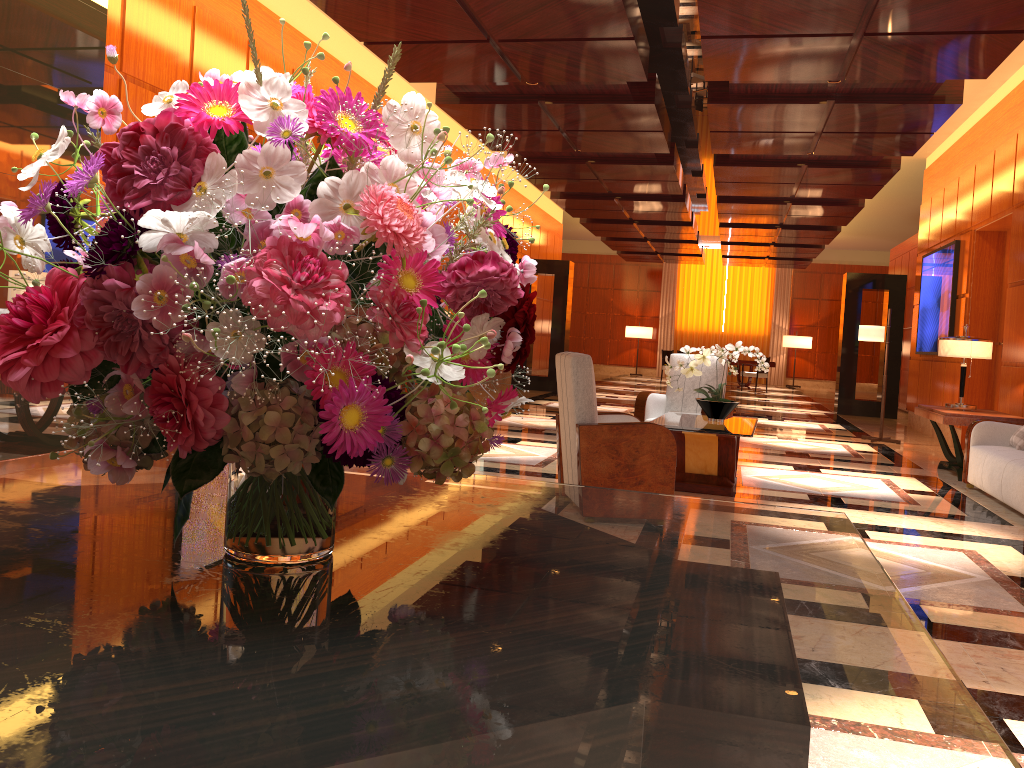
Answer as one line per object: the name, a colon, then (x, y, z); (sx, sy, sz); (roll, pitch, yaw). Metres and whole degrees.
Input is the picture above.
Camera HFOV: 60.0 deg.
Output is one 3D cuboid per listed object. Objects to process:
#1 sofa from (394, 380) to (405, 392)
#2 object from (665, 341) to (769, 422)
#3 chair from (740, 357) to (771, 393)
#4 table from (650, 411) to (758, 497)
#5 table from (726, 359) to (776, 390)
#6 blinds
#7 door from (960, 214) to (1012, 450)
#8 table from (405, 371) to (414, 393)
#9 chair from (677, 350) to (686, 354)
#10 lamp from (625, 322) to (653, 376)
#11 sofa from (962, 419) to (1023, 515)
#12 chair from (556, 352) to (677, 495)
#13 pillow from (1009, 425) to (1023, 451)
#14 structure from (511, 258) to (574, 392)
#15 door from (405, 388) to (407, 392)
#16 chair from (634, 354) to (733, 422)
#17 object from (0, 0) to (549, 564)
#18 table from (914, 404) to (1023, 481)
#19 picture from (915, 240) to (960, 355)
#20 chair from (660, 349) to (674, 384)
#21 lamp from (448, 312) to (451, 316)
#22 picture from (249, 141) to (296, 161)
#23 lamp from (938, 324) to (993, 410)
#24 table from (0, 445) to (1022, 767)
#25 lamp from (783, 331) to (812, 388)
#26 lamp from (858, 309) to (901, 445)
sofa: (-1.663, -0.030, 8.856); (0.613, 0.931, 1.800); (4, 3, 14)
object: (1.551, -0.029, 6.711); (0.788, 0.617, 0.418); (3, 2, -9)
chair: (6.027, -0.248, 21.839); (0.584, 0.893, 0.577); (3, 2, -33)
table: (1.432, 0.526, 6.619); (0.723, 0.495, 1.561); (4, 3, 17)
table: (5.638, -0.265, 22.782); (2.106, 0.741, 0.785); (3, 2, -15)
blinds: (6.478, -2.119, 27.181); (3.855, 4.061, 0.149); (4, 1, 14)
door: (5.460, -0.484, 9.861); (0.341, 2.649, 1.538); (4, 2, 14)
table: (-0.938, 0.104, 10.952); (0.725, 0.533, 1.168); (4, 3, 17)
chair: (4.761, -0.457, 24.083); (0.577, 0.893, 0.584); (5, 2, 42)
lamp: (3.859, -1.075, 27.177); (0.810, 1.659, 0.812); (3, 2, -36)
sofa: (3.901, 0.456, 6.549); (0.613, 0.931, 1.800); (4, 3, 14)
chair: (0.583, 0.303, 5.294); (0.628, 0.960, 0.739); (3, 2, -7)
pillow: (4.051, 0.412, 6.980); (0.195, 0.227, 0.344); (4, 3, 19)
structure: (0.592, -1.128, 17.070); (0.986, 2.496, 0.500); (4, 1, 14)
door: (-1.659, -1.037, 11.597); (0.341, 2.649, 1.500); (4, 2, 14)
chair: (1.586, 0.207, 8.118); (0.739, 0.960, 0.628); (5, 2, 33)
object: (-0.287, -0.107, 1.163); (0.650, 0.658, 0.680); (4, 2, 5)
table: (4.235, 0.556, 8.228); (0.726, 0.606, 1.271); (4, 3, 14)
picture: (5.794, -1.123, 12.108); (0.056, 1.451, 1.998); (4, 2, 14)
chair: (4.158, -0.432, 22.978); (0.584, 0.893, 0.577); (2, 2, -38)
lamp: (1.904, -0.022, 5.170); (0.335, 0.734, 13.025); (3, 3, -27)
picture: (-2.262, -1.401, 7.958); (0.056, 1.451, 1.998); (4, 2, 14)
lamp: (4.229, -0.166, 8.297); (0.458, 0.793, 0.459); (3, 2, -24)
table: (-0.334, 0.595, 1.157); (1.601, 0.744, 1.601); (4, 3, 14)
lamp: (8.359, -0.725, 26.068); (0.810, 1.659, 0.812); (3, 2, -36)
lamp: (4.557, -0.111, 11.017); (0.527, 1.659, 0.360); (4, 1, 4)
